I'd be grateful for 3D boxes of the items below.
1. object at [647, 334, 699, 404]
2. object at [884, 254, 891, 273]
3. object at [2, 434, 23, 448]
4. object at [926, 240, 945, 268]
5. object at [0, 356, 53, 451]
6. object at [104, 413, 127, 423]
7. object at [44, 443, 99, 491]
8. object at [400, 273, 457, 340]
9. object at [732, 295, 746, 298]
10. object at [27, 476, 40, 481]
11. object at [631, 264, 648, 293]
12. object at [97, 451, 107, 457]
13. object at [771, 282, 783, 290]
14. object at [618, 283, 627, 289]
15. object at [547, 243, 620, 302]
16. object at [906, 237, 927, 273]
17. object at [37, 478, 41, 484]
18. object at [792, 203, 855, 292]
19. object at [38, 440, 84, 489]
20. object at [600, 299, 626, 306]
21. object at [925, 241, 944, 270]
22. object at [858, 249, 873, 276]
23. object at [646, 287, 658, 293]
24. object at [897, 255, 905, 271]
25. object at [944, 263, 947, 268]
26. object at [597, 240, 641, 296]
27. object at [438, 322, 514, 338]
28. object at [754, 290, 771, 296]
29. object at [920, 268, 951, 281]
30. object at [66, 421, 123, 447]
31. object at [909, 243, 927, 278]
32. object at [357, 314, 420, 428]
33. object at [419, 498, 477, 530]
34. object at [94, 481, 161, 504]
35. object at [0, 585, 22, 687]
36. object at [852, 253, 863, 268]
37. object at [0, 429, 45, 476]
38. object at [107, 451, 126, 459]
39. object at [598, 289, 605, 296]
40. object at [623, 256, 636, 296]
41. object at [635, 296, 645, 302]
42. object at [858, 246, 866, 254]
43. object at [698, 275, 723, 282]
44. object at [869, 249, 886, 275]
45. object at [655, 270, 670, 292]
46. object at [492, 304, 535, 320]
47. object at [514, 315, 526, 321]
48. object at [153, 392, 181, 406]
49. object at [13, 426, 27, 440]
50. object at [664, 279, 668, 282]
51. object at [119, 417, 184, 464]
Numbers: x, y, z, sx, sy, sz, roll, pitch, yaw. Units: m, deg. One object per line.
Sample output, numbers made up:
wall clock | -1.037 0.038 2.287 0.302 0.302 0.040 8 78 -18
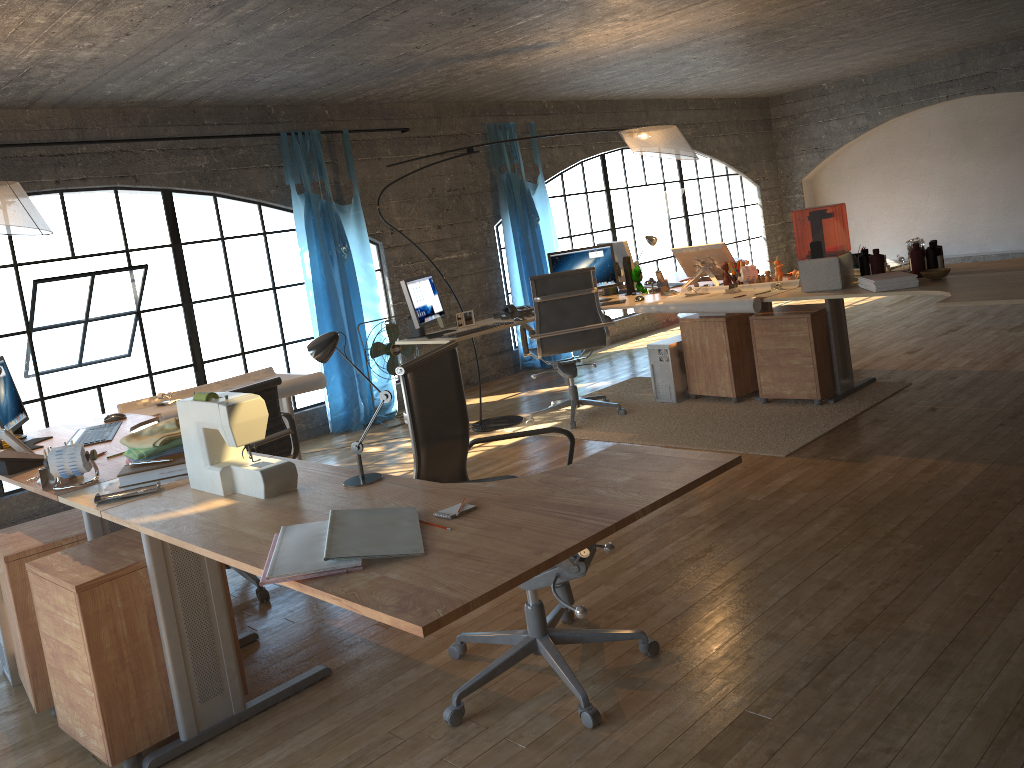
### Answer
object | 1.198 -0.120 6.145 0.486 0.408 0.200 -15 8 -38
object | 2.132 -0.672 5.043 0.039 0.128 0.135 -4 9 42
object | -2.251 0.261 3.852 0.204 0.036 0.207 1 14 44
object | 2.323 -0.697 4.842 0.080 0.185 0.079 -13 7 -35
object | -2.152 0.089 3.729 0.287 0.387 0.472 -11 8 -18
object | -1.852 0.155 4.118 0.101 0.034 0.059 -10 9 -8
object | -1.420 0.262 2.843 0.155 0.134 0.100 -10 7 -8
object | -0.555 -0.498 5.653 0.285 0.387 0.476 -7 8 17
object | 1.333 -0.512 5.178 0.127 0.009 0.012 -15 10 -30
object | -1.607 0.314 3.069 0.011 0.011 0.160 -2 12 43
object | 0.901 -0.755 6.319 0.115 0.218 0.249 -8 8 7
object | -1.542 0.268 3.279 0.012 0.009 0.127 -7 10 10
object | 1.586 -0.587 5.284 0.022 0.042 0.136 -9 10 -5
object | 0.900 -0.769 6.867 0.136 0.056 0.155 -13 10 -27
object | 0.511 -0.769 6.252 0.470 0.387 0.288 -9 7 -3
object | 2.243 -0.703 4.891 0.094 0.212 0.099 -3 8 45
object | -1.549 0.308 3.010 0.133 0.026 0.132 -18 13 -42
object | 1.751 -0.768 4.959 0.221 0.454 0.273 -5 7 37
object | -1.498 0.264 2.920 0.039 0.128 0.135 -4 9 42
object | 0.524 -0.530 5.976 0.489 0.011 0.189 -7 10 12
object | 2.275 -0.674 4.756 0.080 0.185 0.079 -13 7 -35
object | 1.989 -0.664 4.948 0.080 0.185 0.079 -13 7 -35
object | 1.017 -0.677 6.329 0.133 0.026 0.132 -18 13 -42
object | 2.213 -0.676 5.015 0.037 0.119 0.076 -7 6 21
object | 2.443 -0.661 4.972 0.017 0.037 0.017 -9 6 2
object | 0.791 -0.870 6.578 0.287 0.387 0.472 -11 8 -18
object | -0.224 -0.342 5.568 0.496 0.011 0.187 -18 14 -43
object | 1.475 -0.536 5.192 0.148 0.007 0.008 -15 10 -34
object | 2.201 -0.564 4.584 0.146 0.054 0.149 -5 10 23
object | -1.791 0.217 3.779 0.188 0.011 0.493 -12 10 -17
object | 2.211 -0.673 4.808 0.080 0.185 0.079 -11 6 -25
object | -0.976 -0.122 6.936 0.495 0.795 0.580 -14 8 -38
object | -0.119 0.283 1.946 0.144 0.013 0.127 -17 13 -39
object | -1.128 0.317 2.592 0.181 0.025 0.075 -11 10 -13
object | -1.688 0.820 3.350 0.486 0.408 0.200 -15 8 -38
object | 2.009 -0.718 5.149 0.076 0.081 0.078 -5 8 26
object | -1.858 0.238 3.276 0.168 0.163 0.193 -4 9 32
object | -1.431 0.252 3.274 0.008 0.007 0.149 -3 12 39
object | 0.692 -0.698 6.702 0.204 0.036 0.207 1 14 44
object | 0.832 -0.776 6.333 0.085 0.275 0.085 -9 5 3
object | 0.844 -0.568 5.854 0.059 0.034 0.102 -5 10 22
object | 2.023 -0.768 5.152 0.076 0.101 0.153 -10 8 -13
object | 1.577 -0.708 6.775 0.299 0.240 0.371 -9 8 -2
object | 2.009 -0.650 4.850 0.080 0.185 0.079 -11 6 -25
object | 1.048 -0.725 6.196 0.082 0.158 0.085 -5 7 36
object | 0.024 -0.500 6.041 0.280 0.080 0.415 -11 10 -11
object | 0.055 -0.430 5.762 0.059 0.034 0.101 -14 11 -32
object | -1.728 0.066 4.423 0.053 0.063 0.161 -7 9 14
object | -2.262 0.117 3.983 0.086 0.275 0.084 -13 7 -41
object | 1.097 -0.705 6.273 0.035 0.078 0.099 -8 8 5
object | -1.198 0.196 3.037 0.258 0.129 0.252 -16 12 -40
